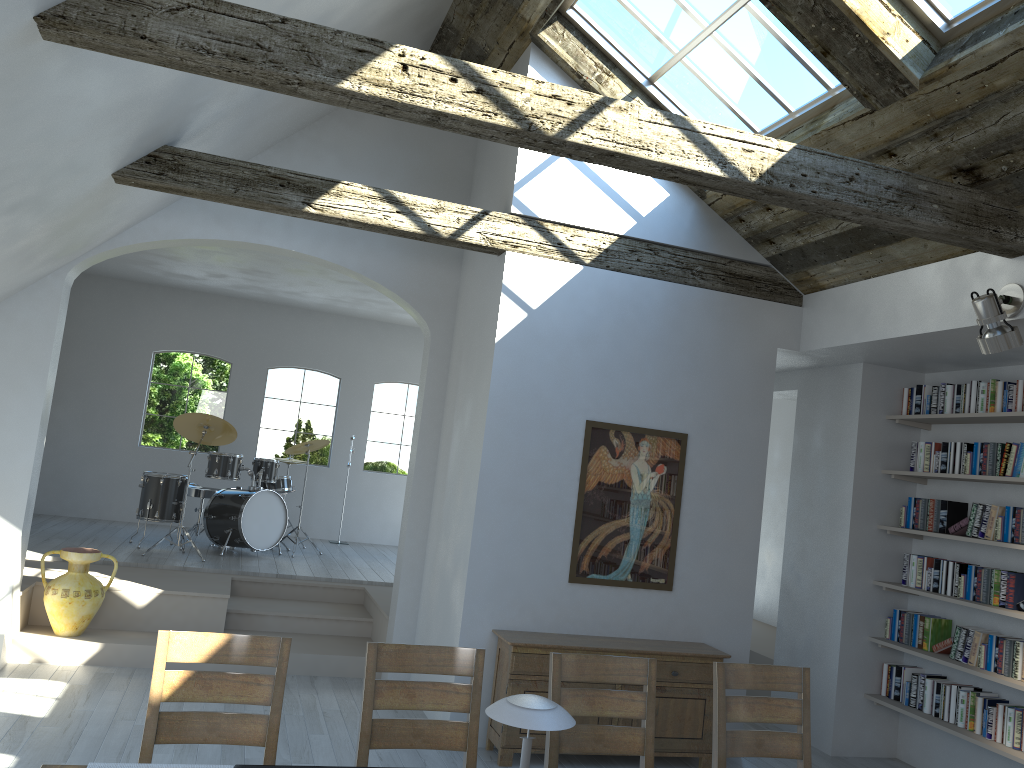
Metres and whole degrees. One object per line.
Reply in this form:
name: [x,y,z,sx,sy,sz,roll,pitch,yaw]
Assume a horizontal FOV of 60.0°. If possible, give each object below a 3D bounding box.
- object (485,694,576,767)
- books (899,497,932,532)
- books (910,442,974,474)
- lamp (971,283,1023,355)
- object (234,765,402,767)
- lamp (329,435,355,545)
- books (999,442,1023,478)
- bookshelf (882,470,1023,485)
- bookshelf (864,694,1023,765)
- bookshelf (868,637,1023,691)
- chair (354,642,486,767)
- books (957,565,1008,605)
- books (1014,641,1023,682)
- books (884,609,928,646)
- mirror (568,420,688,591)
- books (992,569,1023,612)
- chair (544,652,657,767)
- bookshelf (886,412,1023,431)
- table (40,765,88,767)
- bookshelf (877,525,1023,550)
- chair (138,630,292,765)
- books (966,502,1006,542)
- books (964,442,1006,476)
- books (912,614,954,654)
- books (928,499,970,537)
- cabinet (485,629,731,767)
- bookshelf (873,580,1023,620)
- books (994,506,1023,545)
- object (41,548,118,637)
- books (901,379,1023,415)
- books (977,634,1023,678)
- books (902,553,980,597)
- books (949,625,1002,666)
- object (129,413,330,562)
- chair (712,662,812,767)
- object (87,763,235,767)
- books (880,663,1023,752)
object: [0.036,1.040,2.430,0.251,0.362,0.251,6,-5,6]
books: [2.903,0.919,6.248,0.209,0.220,0.278,9,-6,-18]
books: [2.999,0.521,6.123,0.214,0.220,0.490,8,-6,-16]
lamp: [2.471,-0.336,4.533,0.265,0.386,0.235,6,-5,5]
object: [0.276,1.373,2.494,2.456,0.227,1.073,8,-6,-16]
lamp: [-2.125,1.338,11.348,0.232,1.383,0.238,8,-6,-16]
books: [3.188,0.482,5.494,0.189,0.228,0.249,8,-6,-16]
bookshelf: [3.955,0.463,2.711,0.315,0.070,7.825,8,-6,-16]
bookshelf: [3.769,2.027,2.565,0.315,0.070,7.825,8,-6,-16]
bookshelf: [3.816,1.636,2.601,0.315,0.070,7.825,8,-6,-16]
chair: [-0.313,1.492,3.140,0.514,1.006,0.605,8,-6,-16]
books: [3.024,1.281,5.660,0.209,0.220,0.278,9,-6,-18]
books: [3.122,1.647,5.141,0.189,0.229,0.343,8,-6,-16]
books: [2.792,1.709,6.234,0.209,0.220,0.278,9,-6,-18]
mirror: [0.771,0.802,5.813,0.736,1.047,0.009,8,-6,-16]
books: [3.112,1.265,5.362,0.189,0.224,0.345,8,-6,-16]
chair: [0.394,1.596,3.349,0.514,1.006,0.605,8,-6,-16]
bookshelf: [4.002,0.072,2.748,0.315,0.070,7.825,8,-6,-16]
table: [0.226,1.628,2.457,3.078,0.737,0.939,8,-6,-16]
bookshelf: [3.909,0.854,2.675,0.315,0.070,7.825,8,-6,-16]
chair: [-1.021,1.388,2.931,0.514,1.006,0.605,8,-6,-16]
books: [3.074,0.885,5.680,0.189,0.228,0.249,8,-6,-16]
books: [3.111,0.499,5.753,0.209,0.220,0.278,9,-6,-18]
books: [2.879,1.690,5.941,0.189,0.224,0.345,8,-6,-16]
books: [2.992,0.903,5.950,0.189,0.224,0.345,8,-6,-16]
cabinet: [0.587,1.968,5.510,1.481,0.714,0.383,8,-6,-16]
bookshelf: [3.862,1.245,2.638,0.315,0.070,7.825,8,-6,-16]
books: [3.147,0.873,5.447,0.209,0.220,0.278,9,-6,-18]
object: [-3.160,1.505,6.412,0.396,0.605,0.402,4,-6,30]
books: [3.376,0.063,5.094,0.242,0.237,2.981,8,-6,-16]
books: [3.035,1.663,5.433,0.209,0.220,0.278,9,-6,-18]
books: [2.908,1.303,6.043,0.214,0.220,0.490,8,-6,-16]
books: [2.962,1.675,5.667,0.189,0.228,0.249,8,-6,-16]
object: [-3.053,1.052,9.420,1.465,1.383,2.354,4,-6,28]
chair: [1.102,1.700,3.559,0.514,1.006,0.605,8,-6,-16]
object: [0.281,1.300,2.497,2.872,0.077,1.050,8,-6,-16]
books: [3.146,2.015,4.903,0.242,0.237,2.981,8,-6,-16]
